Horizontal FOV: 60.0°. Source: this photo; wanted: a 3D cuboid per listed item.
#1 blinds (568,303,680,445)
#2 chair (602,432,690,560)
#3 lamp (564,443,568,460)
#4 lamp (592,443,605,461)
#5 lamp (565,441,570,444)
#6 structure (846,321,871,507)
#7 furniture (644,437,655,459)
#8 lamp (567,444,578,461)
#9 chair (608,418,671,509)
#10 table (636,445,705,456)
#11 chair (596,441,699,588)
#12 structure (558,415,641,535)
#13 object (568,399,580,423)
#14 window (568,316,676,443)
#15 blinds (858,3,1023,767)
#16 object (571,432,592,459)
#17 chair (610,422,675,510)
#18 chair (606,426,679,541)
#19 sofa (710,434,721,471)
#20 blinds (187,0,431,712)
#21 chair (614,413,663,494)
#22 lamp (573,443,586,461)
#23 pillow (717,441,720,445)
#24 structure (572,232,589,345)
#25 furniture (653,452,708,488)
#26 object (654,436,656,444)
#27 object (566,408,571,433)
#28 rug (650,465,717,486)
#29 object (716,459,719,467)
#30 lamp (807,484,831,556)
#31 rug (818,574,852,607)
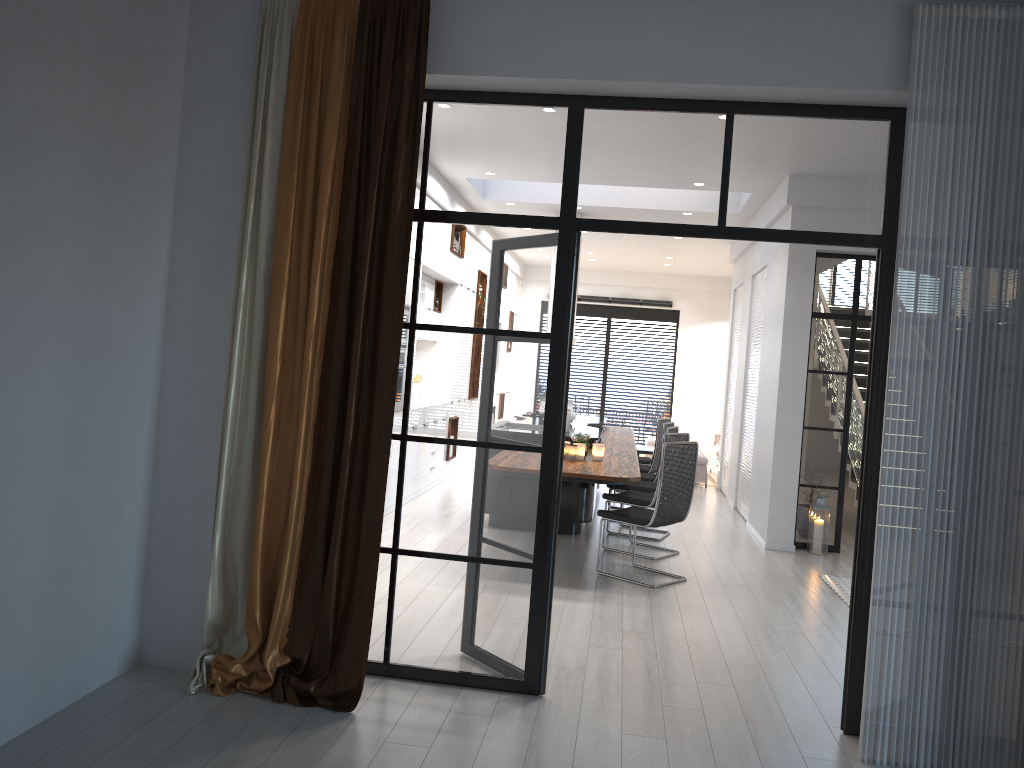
[{"bbox_3d":[1.755,-0.128,16.750,2.585,2.720,0.358,5,0,7],"label":"blinds"},{"bbox_3d":[1.104,0.888,7.410,0.537,1.018,0.470,5,0,37],"label":"chair"},{"bbox_3d":[0.380,0.505,6.643,0.078,0.120,0.078,4,0,-10],"label":"lamp"},{"bbox_3d":[0.657,0.521,6.758,0.096,0.124,0.095,5,0,40],"label":"lamp"},{"bbox_3d":[0.392,0.500,6.748,0.096,0.124,0.095,5,0,24],"label":"lamp"},{"bbox_3d":[5.103,-0.172,10.699,2.394,3.601,5.801,4,1,7],"label":"structure"},{"bbox_3d":[2.554,1.113,14.703,0.699,0.460,0.699,5,1,7],"label":"furniture"},{"bbox_3d":[0.443,0.511,6.569,0.078,0.120,0.078,4,0,-10],"label":"lamp"},{"bbox_3d":[1.390,0.857,9.744,0.537,1.018,0.470,5,0,27],"label":"chair"},{"bbox_3d":[2.384,1.182,13.513,1.000,0.350,1.000,5,1,7],"label":"table"},{"bbox_3d":[0.976,0.899,6.481,0.537,1.018,0.470,5,0,42],"label":"chair"},{"bbox_3d":[0.488,0.878,8.644,1.378,0.887,5.640,5,1,7],"label":"structure"},{"bbox_3d":[0.589,0.294,9.516,0.211,0.254,0.183,5,0,41],"label":"object"},{"bbox_3d":[4.887,-1.156,16.712,8.567,5.061,0.462,5,0,6],"label":"window"},{"bbox_3d":[2.145,0.048,3.473,1.301,3.068,0.052,4,0,8],"label":"blinds"},{"bbox_3d":[0.532,0.469,6.798,0.151,0.206,0.157,5,0,24],"label":"object"},{"bbox_3d":[1.290,0.867,8.936,0.537,1.018,0.470,4,0,22],"label":"chair"},{"bbox_3d":[1.199,0.877,8.223,0.537,1.018,0.470,4,0,22],"label":"chair"},{"bbox_3d":[3.520,1.040,13.162,0.899,0.825,2.093,5,1,7],"label":"sofa"},{"bbox_3d":[-0.849,-0.199,3.766,0.811,3.045,0.254,4,0,7],"label":"blinds"},{"bbox_3d":[1.500,0.843,10.701,0.537,1.018,0.471,4,0,7],"label":"chair"},{"bbox_3d":[0.504,0.511,6.662,0.095,0.124,0.095,4,0,0],"label":"lamp"},{"bbox_3d":[3.624,0.854,13.193,0.589,0.392,2.029,4,1,-4],"label":"pillow"},{"bbox_3d":[0.639,-1.272,10.765,0.695,1.608,1.043,4,0,6],"label":"structure"},{"bbox_3d":[2.334,1.149,12.400,0.699,0.460,0.699,4,1,2],"label":"furniture"},{"bbox_3d":[2.574,0.989,14.650,0.418,0.355,0.760,5,1,15],"label":"object"},{"bbox_3d":[0.506,0.336,8.183,0.071,0.219,0.071,4,0,33],"label":"object"},{"bbox_3d":[2.238,1.333,13.586,1.624,0.020,2.519,5,1,7],"label":"rug"},{"bbox_3d":[3.310,1.016,12.553,0.722,0.493,0.711,4,1,4],"label":"object"},{"bbox_3d":[2.749,1.179,7.922,0.148,0.665,0.157,4,0,7],"label":"lamp"},{"bbox_3d":[3.445,1.595,6.082,2.276,0.020,1.585,5,1,7],"label":"rug"}]
